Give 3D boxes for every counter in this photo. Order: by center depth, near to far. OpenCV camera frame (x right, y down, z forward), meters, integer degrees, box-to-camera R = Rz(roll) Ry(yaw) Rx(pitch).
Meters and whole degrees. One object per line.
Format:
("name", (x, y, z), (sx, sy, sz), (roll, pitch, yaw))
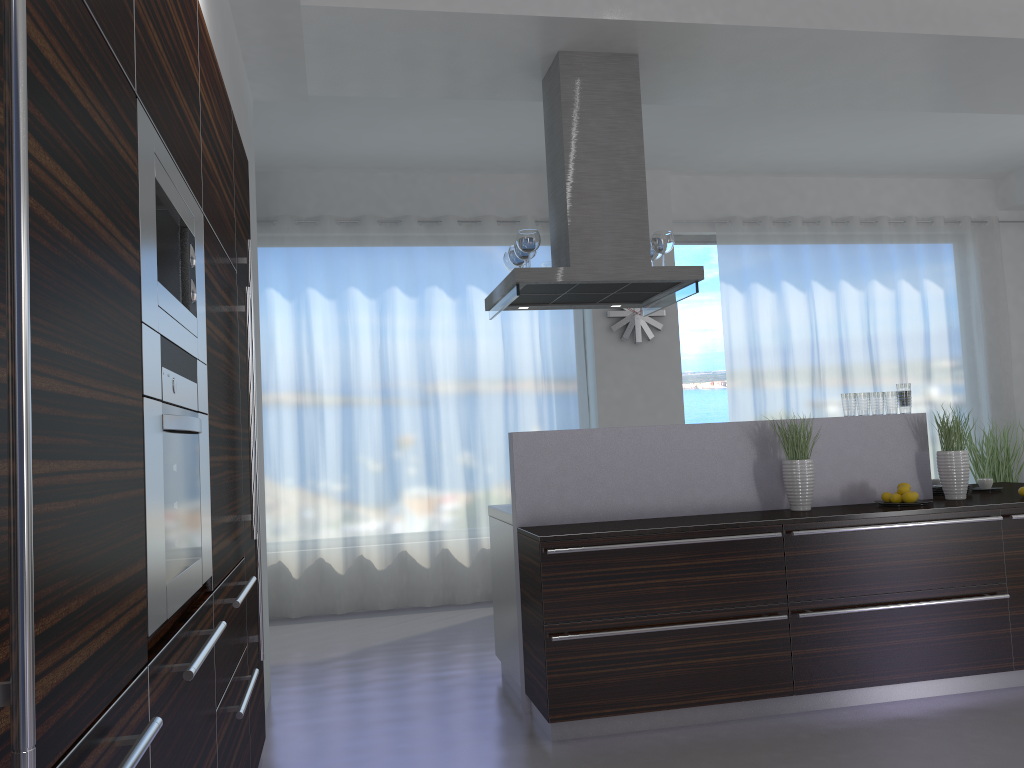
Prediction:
("counter", (1.612, 0.831, 4.639), (3.291, 1.300, 1.302), (-2, -4, -11))

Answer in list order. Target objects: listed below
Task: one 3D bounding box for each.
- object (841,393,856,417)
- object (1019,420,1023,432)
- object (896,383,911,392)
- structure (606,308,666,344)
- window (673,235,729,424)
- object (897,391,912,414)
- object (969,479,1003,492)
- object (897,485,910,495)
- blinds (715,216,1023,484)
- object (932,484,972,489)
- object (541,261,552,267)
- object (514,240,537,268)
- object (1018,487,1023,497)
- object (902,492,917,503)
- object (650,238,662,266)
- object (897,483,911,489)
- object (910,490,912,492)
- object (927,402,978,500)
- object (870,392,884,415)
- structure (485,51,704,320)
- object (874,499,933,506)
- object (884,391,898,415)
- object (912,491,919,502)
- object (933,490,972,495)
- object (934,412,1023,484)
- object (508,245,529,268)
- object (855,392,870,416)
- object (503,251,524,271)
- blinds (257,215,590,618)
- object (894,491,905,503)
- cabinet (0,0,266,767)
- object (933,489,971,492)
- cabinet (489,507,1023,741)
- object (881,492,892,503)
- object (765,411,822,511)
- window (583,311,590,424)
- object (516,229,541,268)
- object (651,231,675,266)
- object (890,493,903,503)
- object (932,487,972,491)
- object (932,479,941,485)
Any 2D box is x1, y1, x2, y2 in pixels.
("object", (1.744, 0.109, 4.592), (0.071, 0.119, 0.072), (-6, -5, 39))
("object", (4.702, 0.858, 7.555), (0.656, 1.334, 0.713), (-1, -4, -27))
("object", (2.059, 0.059, 4.657), (0.072, 0.119, 0.071), (-5, -4, 29))
("structure", (1.032, -0.583, 7.350), (0.505, 0.505, 0.076), (-2, -4, -11))
("window", (2.837, -0.105, 8.012), (3.000, 2.500, 0.100), (-2, -4, -11))
("object", (2.061, 0.097, 4.655), (0.072, 0.119, 0.071), (-5, -4, 29))
("object", (2.632, 0.563, 4.928), (0.153, 0.069, 0.153), (0, -5, -38))
("object", (1.906, 0.518, 4.317), (0.061, 0.047, 0.053), (-2, -4, -8))
("blinds", (3.236, 0.052, 7.849), (2.830, 3.112, 0.120), (-2, -4, -11))
("object", (2.188, 0.514, 4.914), (0.646, 0.147, 0.269), (-4, -4, 14))
("object", (0.240, -0.610, 5.128), (0.137, 0.174, 0.137), (-7, -5, 44))
("object", (0.075, -0.656, 4.683), (0.125, 0.221, 0.125), (-4, -4, 14))
("object", (2.562, 0.538, 4.423), (0.053, 0.051, 0.063), (1, -5, -42))
("object", (1.912, 0.548, 4.268), (0.070, 0.058, 0.060), (-2, -4, -12))
("object", (0.768, -0.679, 4.845), (0.125, 0.221, 0.125), (-4, -4, 14))
("object", (1.930, 0.510, 4.365), (0.063, 0.048, 0.053), (-7, -5, 45))
("object", (1.956, 0.550, 4.377), (0.051, 0.053, 0.063), (-5, -4, 29))
("object", (2.256, 0.332, 4.496), (0.247, 0.502, 0.269), (-5, -5, 32))
("object", (1.903, 0.103, 4.623), (0.072, 0.119, 0.071), (-5, -4, 29))
("structure", (0.382, -1.033, 4.895), (0.981, 1.231, 0.915), (-2, -4, -11))
("object", (1.905, 0.579, 4.318), (0.232, 0.020, 0.232), (-3, -4, -3))
("object", (1.982, 0.100, 4.639), (0.072, 0.119, 0.071), (-5, -4, 29))
("object", (1.951, 0.551, 4.319), (0.061, 0.054, 0.052), (0, -5, -34))
("object", (2.375, 0.595, 4.864), (0.232, 0.020, 0.232), (-3, -4, -3))
("object", (4.061, 0.879, 7.395), (0.713, 1.334, 0.656), (-2, -4, -11))
("object", (0.044, -0.644, 4.837), (0.125, 0.221, 0.125), (-4, -4, 14))
("object", (1.824, 0.106, 4.607), (0.072, 0.119, 0.071), (-5, -4, 29))
("object", (0.016, -0.632, 4.981), (0.125, 0.221, 0.125), (-4, -4, 14))
("blinds", (-0.947, 0.204, 7.018), (3.245, 3.112, 0.120), (-2, -4, -11))
("object", (1.907, 0.556, 4.357), (0.057, 0.060, 0.071), (-2, -4, -10))
("cabinet", (-0.994, 0.170, 1.874), (0.669, 2.500, 3.600), (-2, -4, -11))
("object", (2.375, 0.585, 4.864), (0.232, 0.020, 0.232), (-3, -4, -3))
("cabinet", (1.623, 1.053, 4.613), (3.285, 0.852, 1.377), (-2, -4, -11))
("object", (1.848, 0.558, 4.359), (0.061, 0.054, 0.052), (-6, -5, 36))
("object", (1.389, 0.362, 4.298), (0.269, 0.502, 0.247), (-2, -4, -11))
("window", (-0.839, 0.029, 7.281), (3.000, 2.500, 0.100), (-2, -4, -11))
("object", (0.087, -0.668, 4.507), (0.125, 0.221, 0.125), (-4, -4, 14))
("object", (0.800, -0.691, 4.691), (0.125, 0.221, 0.125), (-4, -4, 14))
("object", (1.867, 0.557, 4.306), (0.063, 0.051, 0.053), (-2, -4, -7))
("object", (2.374, 0.575, 4.865), (0.232, 0.020, 0.232), (-2, -4, -8))
("object", (2.456, 0.586, 5.135), (0.153, 0.069, 0.153), (-4, -4, 22))
